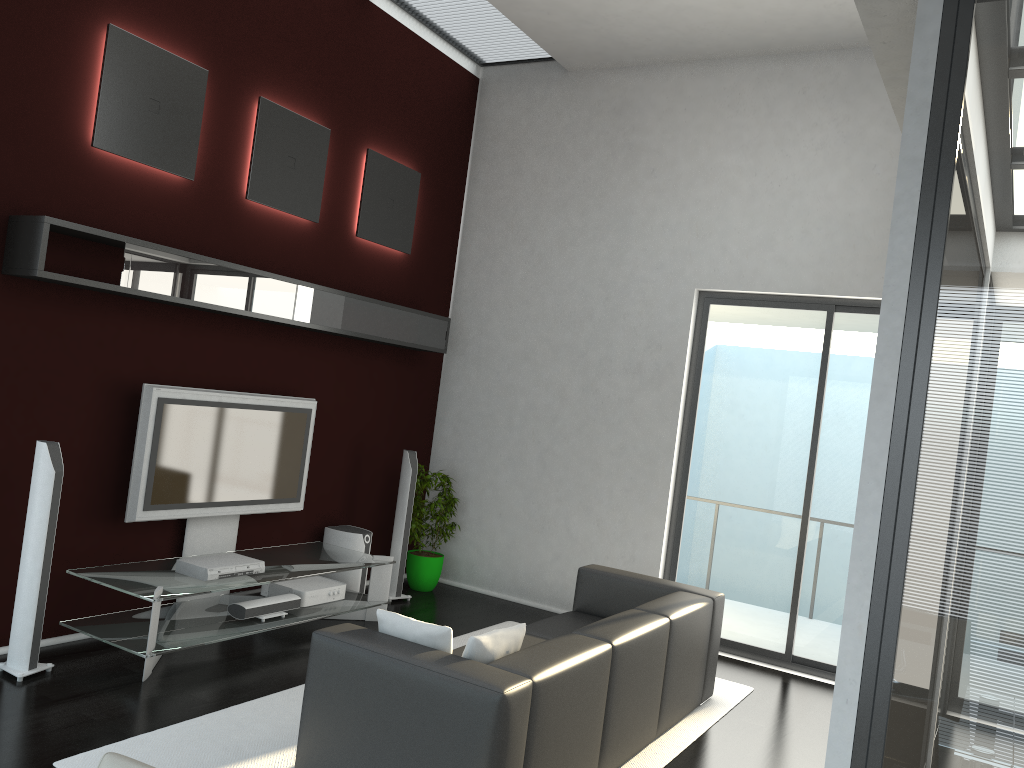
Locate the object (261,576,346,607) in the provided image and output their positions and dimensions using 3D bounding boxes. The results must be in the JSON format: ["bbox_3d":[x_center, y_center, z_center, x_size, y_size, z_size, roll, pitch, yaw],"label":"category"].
[{"bbox_3d":[-1.427,1.416,6.107,0.412,0.106,0.449,7,-1,30],"label":"object"}]

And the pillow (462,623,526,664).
[{"bbox_3d":[-0.113,1.169,3.624,0.169,0.361,0.376,7,-1,32],"label":"pillow"}]

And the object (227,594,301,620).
[{"bbox_3d":[-1.533,1.383,5.522,0.182,0.090,0.470,7,-1,30],"label":"object"}]

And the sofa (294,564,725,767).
[{"bbox_3d":[0.214,1.448,4.512,0.943,0.652,2.781,7,-1,30],"label":"sofa"}]

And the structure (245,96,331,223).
[{"bbox_3d":[-1.531,-1.515,6.072,0.055,0.676,0.678,7,-1,30],"label":"structure"}]

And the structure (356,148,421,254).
[{"bbox_3d":[-0.983,-1.430,7.031,0.055,0.676,0.678,7,-1,30],"label":"structure"}]

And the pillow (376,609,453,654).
[{"bbox_3d":[-0.393,1.134,3.673,0.376,0.358,0.186,7,-1,31],"label":"pillow"}]

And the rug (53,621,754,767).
[{"bbox_3d":[-0.129,1.752,4.667,1.875,0.009,3.695,7,-1,30],"label":"rug"}]

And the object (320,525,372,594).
[{"bbox_3d":[-1.249,1.371,6.758,0.323,0.518,0.286,7,-1,30],"label":"object"}]

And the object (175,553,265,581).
[{"bbox_3d":[-1.731,1.089,5.285,0.273,0.073,0.439,7,-1,30],"label":"object"}]

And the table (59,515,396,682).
[{"bbox_3d":[-1.646,1.024,5.619,0.771,1.093,2.046,7,-1,30],"label":"table"}]

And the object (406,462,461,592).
[{"bbox_3d":[-0.716,1.183,7.421,0.507,1.068,0.599,7,-1,15],"label":"object"}]

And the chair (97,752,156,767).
[{"bbox_3d":[-0.740,1.140,1.271,0.471,0.959,0.612,7,-1,20],"label":"chair"}]

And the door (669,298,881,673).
[{"bbox_3d":[2.163,0.715,6.434,1.900,2.600,0.050,7,-1,30],"label":"door"}]

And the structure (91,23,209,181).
[{"bbox_3d":[-2.080,-1.600,5.113,0.055,0.676,0.678,7,-1,30],"label":"structure"}]

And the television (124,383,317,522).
[{"bbox_3d":[-1.820,0.453,5.740,0.099,0.807,1.436,7,-1,30],"label":"television"}]

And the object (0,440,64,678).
[{"bbox_3d":[-2.399,0.862,4.473,0.215,1.141,0.228,7,-1,15],"label":"object"}]

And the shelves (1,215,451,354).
[{"bbox_3d":[-2.392,-0.685,4.513,0.305,0.301,6.988,7,-1,30],"label":"shelves"}]

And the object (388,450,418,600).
[{"bbox_3d":[-0.866,1.096,6.982,0.215,1.141,0.228,6,-1,45],"label":"object"}]
